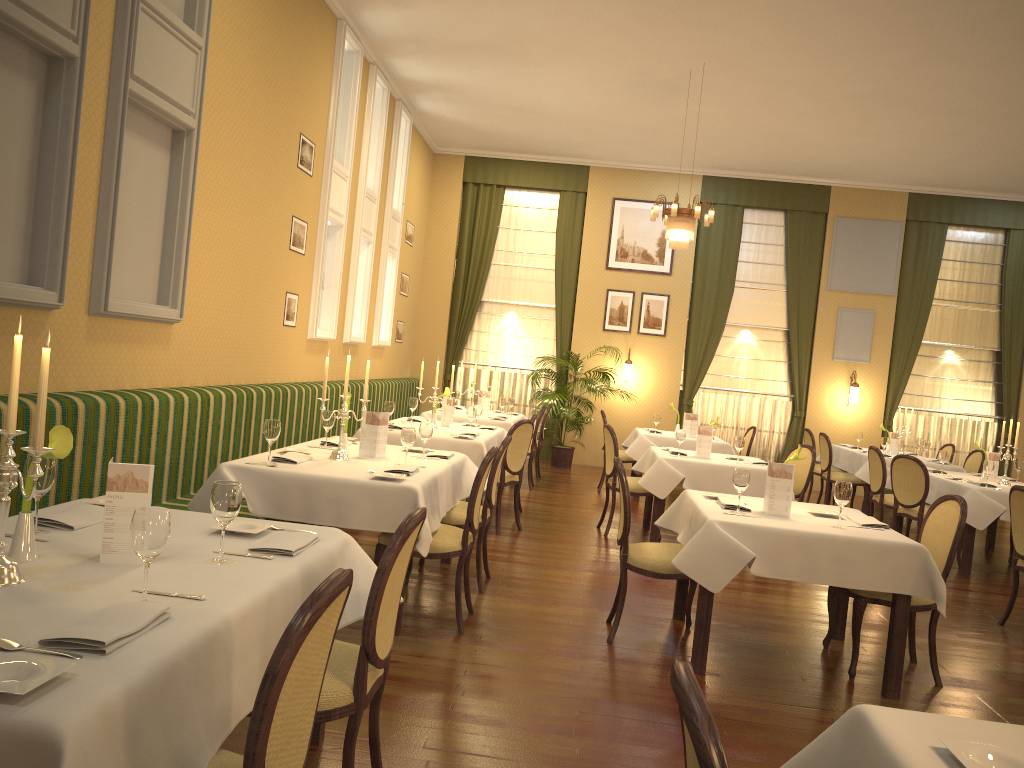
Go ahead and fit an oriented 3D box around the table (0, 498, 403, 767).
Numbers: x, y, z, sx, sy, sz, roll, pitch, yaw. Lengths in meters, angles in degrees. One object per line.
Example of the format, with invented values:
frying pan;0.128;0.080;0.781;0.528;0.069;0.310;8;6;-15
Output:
table;-1.145;0.859;2.372;1.385;0.759;2.152;6;1;5

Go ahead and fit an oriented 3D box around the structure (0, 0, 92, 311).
structure;-2.161;-1.895;3.848;0.200;3.103;0.956;6;1;5

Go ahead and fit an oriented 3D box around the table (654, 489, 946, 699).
table;1.477;1.069;4.761;1.389;0.759;1.395;6;1;6

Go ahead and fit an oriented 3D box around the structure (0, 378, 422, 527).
structure;-1.806;0.569;6.100;0.850;1.031;14.516;6;1;5

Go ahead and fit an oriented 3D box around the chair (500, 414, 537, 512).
chair;-0.095;0.726;8.266;0.571;0.955;0.530;6;1;5

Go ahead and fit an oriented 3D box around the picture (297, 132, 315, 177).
picture;-1.797;-1.999;7.756;0.008;0.294;0.401;6;1;5

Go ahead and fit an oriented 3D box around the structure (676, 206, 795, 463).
structure;3.497;-0.814;13.086;1.900;4.511;0.134;6;1;5

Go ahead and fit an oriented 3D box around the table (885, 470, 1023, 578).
table;4.424;1.285;8.257;1.385;0.759;2.152;6;1;5

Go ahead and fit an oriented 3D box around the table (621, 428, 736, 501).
table;1.977;0.980;10.478;1.389;0.759;1.395;6;1;6

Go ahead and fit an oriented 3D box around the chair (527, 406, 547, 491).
chair;0.065;0.697;10.115;0.571;0.955;0.530;6;1;5

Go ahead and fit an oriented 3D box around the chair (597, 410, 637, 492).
chair;1.290;0.812;10.540;0.571;0.955;0.530;6;1;5

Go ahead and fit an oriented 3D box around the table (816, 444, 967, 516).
table;4.657;1.243;10.920;1.385;0.759;2.152;6;1;5

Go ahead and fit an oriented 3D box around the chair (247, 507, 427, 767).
chair;-0.587;0.814;2.633;0.571;0.955;0.530;6;1;5

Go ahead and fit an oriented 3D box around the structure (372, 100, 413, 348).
structure;-1.537;-1.949;11.050;0.200;2.985;0.670;6;1;5

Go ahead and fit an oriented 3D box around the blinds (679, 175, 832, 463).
blinds;3.495;-0.824;12.967;1.878;4.537;0.129;6;1;5

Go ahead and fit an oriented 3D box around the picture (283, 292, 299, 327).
picture;-1.936;-0.650;7.770;0.008;0.294;0.313;6;1;5

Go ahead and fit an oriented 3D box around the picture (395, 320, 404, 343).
picture;-1.546;-0.719;12.232;0.008;0.294;0.437;6;1;5

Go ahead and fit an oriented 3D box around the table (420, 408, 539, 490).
table;-0.418;0.729;10.686;1.385;0.759;2.152;6;1;5

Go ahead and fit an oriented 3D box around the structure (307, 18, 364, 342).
structure;-1.752;-1.911;8.595;0.200;2.985;0.687;6;1;5

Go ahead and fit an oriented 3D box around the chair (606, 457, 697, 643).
chair;0.790;0.901;4.824;0.571;0.955;0.530;6;1;5

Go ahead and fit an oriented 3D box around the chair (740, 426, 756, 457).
chair;2.516;0.941;10.384;0.571;0.955;0.530;6;1;5

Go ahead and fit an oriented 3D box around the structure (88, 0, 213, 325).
structure;-2.050;-1.915;5.114;0.200;3.103;0.956;6;1;5

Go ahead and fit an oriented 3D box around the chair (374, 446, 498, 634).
chair;-0.405;0.781;4.733;0.571;0.955;0.530;6;1;5

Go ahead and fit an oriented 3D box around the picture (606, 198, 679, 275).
picture;1.913;-2.169;13.025;0.966;1.057;0.027;6;1;5

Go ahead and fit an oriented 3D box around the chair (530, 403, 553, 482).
chair;0.171;0.687;10.951;0.571;0.955;0.530;6;1;5

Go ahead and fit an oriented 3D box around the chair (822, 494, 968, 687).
chair;2.016;1.030;4.667;0.571;0.955;0.530;6;1;5

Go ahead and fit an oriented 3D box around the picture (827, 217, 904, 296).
picture;5.082;-1.838;12.752;0.966;1.057;0.027;6;1;5

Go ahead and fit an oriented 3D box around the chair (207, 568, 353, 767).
chair;-0.662;0.827;1.801;0.571;0.955;0.530;6;1;5

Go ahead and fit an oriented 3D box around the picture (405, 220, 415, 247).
picture;-1.407;-2.068;12.213;0.008;0.294;0.504;6;1;5

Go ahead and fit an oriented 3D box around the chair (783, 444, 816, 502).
chair;2.285;0.983;7.726;0.571;0.955;0.530;5;1;-15

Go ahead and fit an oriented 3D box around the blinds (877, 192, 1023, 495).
blinds;6.387;-0.522;12.719;1.876;4.537;0.129;6;1;5

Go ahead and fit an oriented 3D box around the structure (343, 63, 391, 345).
structure;-1.648;-1.929;9.786;0.200;2.985;0.661;6;1;5

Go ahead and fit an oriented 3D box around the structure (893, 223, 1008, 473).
structure;6.388;-0.512;12.839;1.898;4.511;0.137;6;1;5

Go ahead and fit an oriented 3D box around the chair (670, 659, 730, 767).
chair;0.490;0.954;1.396;0.571;0.955;0.530;6;1;5

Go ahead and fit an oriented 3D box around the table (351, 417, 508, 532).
table;-0.654;0.771;7.997;1.385;0.759;2.152;6;1;5

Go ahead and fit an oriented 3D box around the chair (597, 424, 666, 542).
chair;1.053;0.853;7.862;0.571;0.955;0.530;6;1;-5

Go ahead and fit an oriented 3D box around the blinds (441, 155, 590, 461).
blinds;0.020;-1.188;13.276;1.934;4.537;0.225;6;1;4

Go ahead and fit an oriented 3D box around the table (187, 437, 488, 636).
table;-0.889;0.813;5.304;1.385;0.759;2.152;6;1;5

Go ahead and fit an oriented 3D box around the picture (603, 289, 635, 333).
picture;1.577;-1.074;13.075;0.412;0.619;0.022;6;1;5

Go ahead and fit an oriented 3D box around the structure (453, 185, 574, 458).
structure;0.027;-1.177;13.390;1.942;4.511;0.123;6;1;5

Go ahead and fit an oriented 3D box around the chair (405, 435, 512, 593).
chair;-0.331;0.768;5.565;0.571;0.955;0.530;6;1;5

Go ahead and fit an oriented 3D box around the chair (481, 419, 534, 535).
chair;-0.161;0.739;7.454;0.571;0.955;0.530;7;2;30

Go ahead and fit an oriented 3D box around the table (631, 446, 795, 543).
table;1.742;1.022;7.790;1.389;0.759;1.395;6;1;6

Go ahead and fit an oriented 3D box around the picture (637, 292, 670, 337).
picture;2.081;-1.022;13.032;0.412;0.619;0.022;6;1;5

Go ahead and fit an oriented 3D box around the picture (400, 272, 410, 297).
picture;-1.479;-1.368;12.230;0.008;0.294;0.504;6;1;5

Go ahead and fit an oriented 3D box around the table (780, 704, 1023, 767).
table;1.177;1.122;1.333;1.389;0.759;1.395;6;1;6

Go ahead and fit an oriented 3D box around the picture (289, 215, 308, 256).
picture;-1.869;-1.298;7.773;0.008;0.294;0.401;6;1;5

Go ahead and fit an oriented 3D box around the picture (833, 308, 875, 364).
picture;4.930;-0.695;12.783;0.512;0.769;0.027;6;1;5
